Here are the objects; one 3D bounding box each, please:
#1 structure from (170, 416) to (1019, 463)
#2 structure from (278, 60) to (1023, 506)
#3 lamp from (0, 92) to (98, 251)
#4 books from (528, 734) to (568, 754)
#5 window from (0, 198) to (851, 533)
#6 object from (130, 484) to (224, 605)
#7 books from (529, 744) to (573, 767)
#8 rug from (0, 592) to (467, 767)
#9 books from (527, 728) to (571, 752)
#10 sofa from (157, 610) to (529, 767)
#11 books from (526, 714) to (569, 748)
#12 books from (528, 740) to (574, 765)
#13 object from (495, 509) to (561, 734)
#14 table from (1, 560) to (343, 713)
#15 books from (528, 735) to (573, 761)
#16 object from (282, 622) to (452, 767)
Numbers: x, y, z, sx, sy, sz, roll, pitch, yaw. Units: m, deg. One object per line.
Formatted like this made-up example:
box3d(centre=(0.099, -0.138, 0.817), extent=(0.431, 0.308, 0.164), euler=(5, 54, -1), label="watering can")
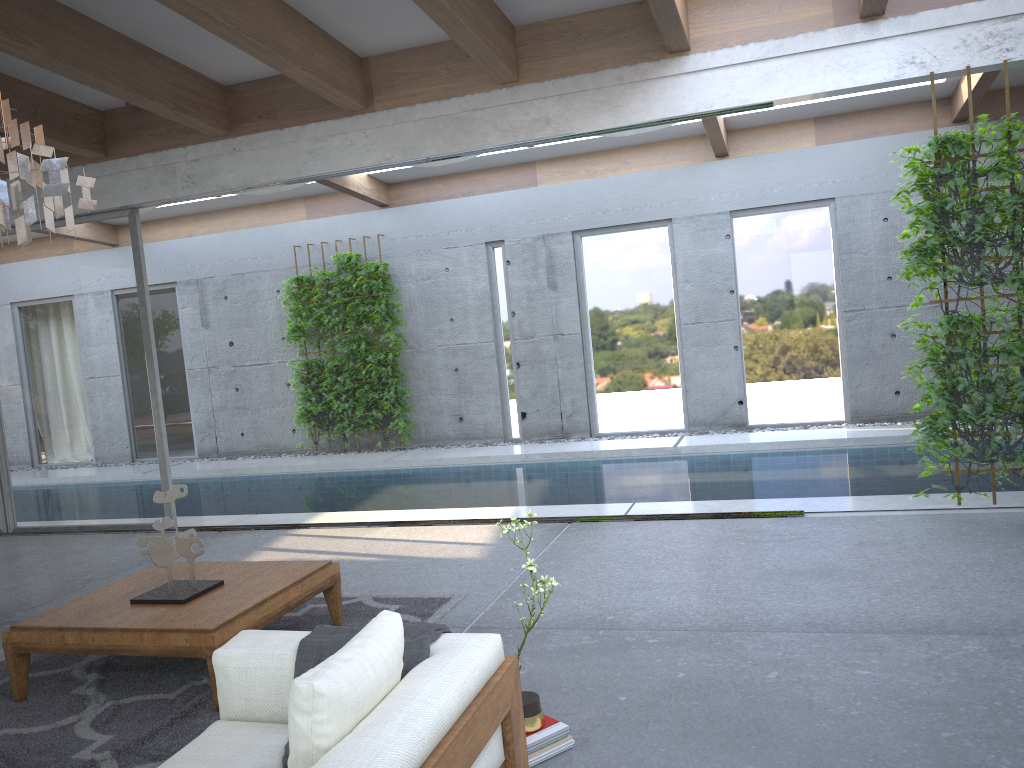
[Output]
box3d(centre=(-1.207, 0.831, 11.329), extent=(13.673, 0.068, 0.477), euler=(-4, 4, 18), label="structure")
box3d(centre=(0.843, -0.569, 8.159), extent=(10.282, 2.687, 2.739), euler=(-3, 5, 35), label="structure")
box3d(centre=(-1.986, -1.162, 3.128), extent=(0.862, 1.400, 0.636), euler=(-7, 4, -25), label="lamp")
box3d(centre=(0.020, 1.216, 3.094), extent=(0.219, 0.012, 0.286), euler=(-8, 5, -37), label="books")
box3d(centre=(-1.478, -0.530, 3.950), extent=(23.280, 3.764, 14.294), euler=(-4, 4, 18), label="window")
box3d(centre=(-1.628, 0.735, 4.201), extent=(0.379, 0.518, 0.346), euler=(-4, 4, 18), label="object")
box3d(centre=(0.037, 1.252, 3.091), extent=(0.219, 0.012, 0.286), euler=(-8, 5, -37), label="books")
box3d(centre=(-1.764, 1.362, 3.740), extent=(2.187, 0.056, 3.186), euler=(-4, 4, 18), label="rug")
box3d(centre=(0.029, 1.203, 3.092), extent=(0.219, 0.012, 0.286), euler=(-8, 5, -37), label="books")
box3d(centre=(-2.035, 1.196, 2.455), extent=(3.733, 0.777, 1.965), euler=(-4, 4, 18), label="sofa")
box3d(centre=(0.023, 1.191, 3.091), extent=(0.219, 0.012, 0.286), euler=(-8, 5, -37), label="books")
box3d(centre=(0.041, 1.239, 3.088), extent=(0.219, 0.012, 0.286), euler=(-8, 5, -37), label="books")
box3d(centre=(0.059, 0.807, 3.029), extent=(0.238, 0.750, 0.171), euler=(-2, 5, 39), label="object")
box3d(centre=(-1.557, 1.162, 4.247), extent=(1.112, 0.352, 1.048), euler=(-4, 4, 18), label="table")
box3d(centre=(0.035, 1.227, 3.089), extent=(0.219, 0.012, 0.286), euler=(-8, 5, -37), label="books")
box3d(centre=(-0.427, 1.134, 2.727), extent=(0.472, 0.704, 0.857), euler=(-5, 4, 14), label="object")
